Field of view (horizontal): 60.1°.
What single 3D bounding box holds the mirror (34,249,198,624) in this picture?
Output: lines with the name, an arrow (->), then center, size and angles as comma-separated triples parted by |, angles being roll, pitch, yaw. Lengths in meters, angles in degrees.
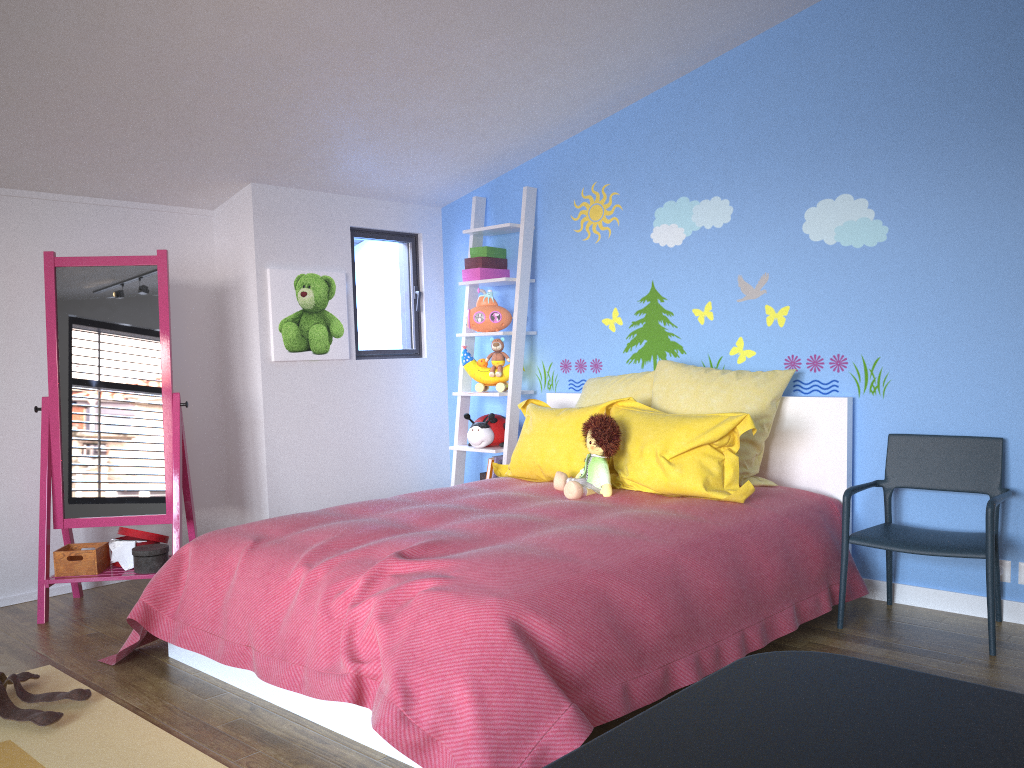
mirror -> -1.653, 0.195, 3.676 | 0.610, 1.496, 0.415 | -2, 5, -6

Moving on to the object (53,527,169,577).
object -> -1.641, 0.687, 3.752 | 0.445, 0.160, 0.366 | -2, 3, -1

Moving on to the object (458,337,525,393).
object -> -0.122, -0.098, 4.557 | 0.372, 0.283, 0.153 | -1, 5, 15

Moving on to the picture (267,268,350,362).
picture -> -1.007, -0.339, 4.405 | 0.026, 0.445, 0.449 | 3, 6, 43

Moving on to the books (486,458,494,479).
books -> -0.060, 0.493, 4.532 | 0.079, 0.249, 0.197 | 3, 6, 43

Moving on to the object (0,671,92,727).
object -> -1.563, 0.894, 2.642 | 0.605, 0.112, 0.397 | -2, 2, 2

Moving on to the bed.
bed -> 0.009, 0.506, 3.204 | 1.924, 0.815, 2.311 | 1, 3, 43

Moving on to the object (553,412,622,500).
object -> 0.300, 0.282, 3.434 | 0.251, 0.343, 0.285 | -3, 4, -13

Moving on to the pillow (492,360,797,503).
pillow -> 0.518, 0.169, 3.762 | 1.343, 0.534, 0.677 | 1, 4, 44

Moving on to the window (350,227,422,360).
window -> -0.731, -0.504, 4.849 | 0.208, 0.751, 0.584 | 3, 6, 43

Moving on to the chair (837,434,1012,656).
chair -> 1.486, 0.534, 3.151 | 0.512, 0.677, 0.415 | 2, 6, 39

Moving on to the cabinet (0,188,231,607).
cabinet -> -2.904, 0.112, 2.950 | 0.053, 1.771, 4.220 | 3, 5, 43

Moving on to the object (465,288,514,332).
object -> -0.098, -0.384, 4.590 | 0.295, 0.235, 0.157 | -1, 4, 13

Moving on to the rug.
rug -> -1.170, 0.990, 1.828 | 2.198, 0.006, 1.197 | 0, 3, 43

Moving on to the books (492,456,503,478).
books -> 2.624, 3.631, 5.204 | 5.391, 6.740, 0.358 | -2, 5, -6

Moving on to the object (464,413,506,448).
object -> -0.128, 0.235, 4.614 | 0.321, 0.184, 0.253 | -4, 4, -41

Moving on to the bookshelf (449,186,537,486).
bookshelf -> -0.113, -0.068, 4.609 | 0.390, 1.860, 0.379 | 3, 7, 43

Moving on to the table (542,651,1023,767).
table -> 0.094, 0.647, 0.089 | 0.806, 0.762, 1.331 | 2, 4, 43

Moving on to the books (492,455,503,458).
books -> -0.048, 0.488, 4.576 | 0.077, 0.255, 0.208 | 3, 6, 43
